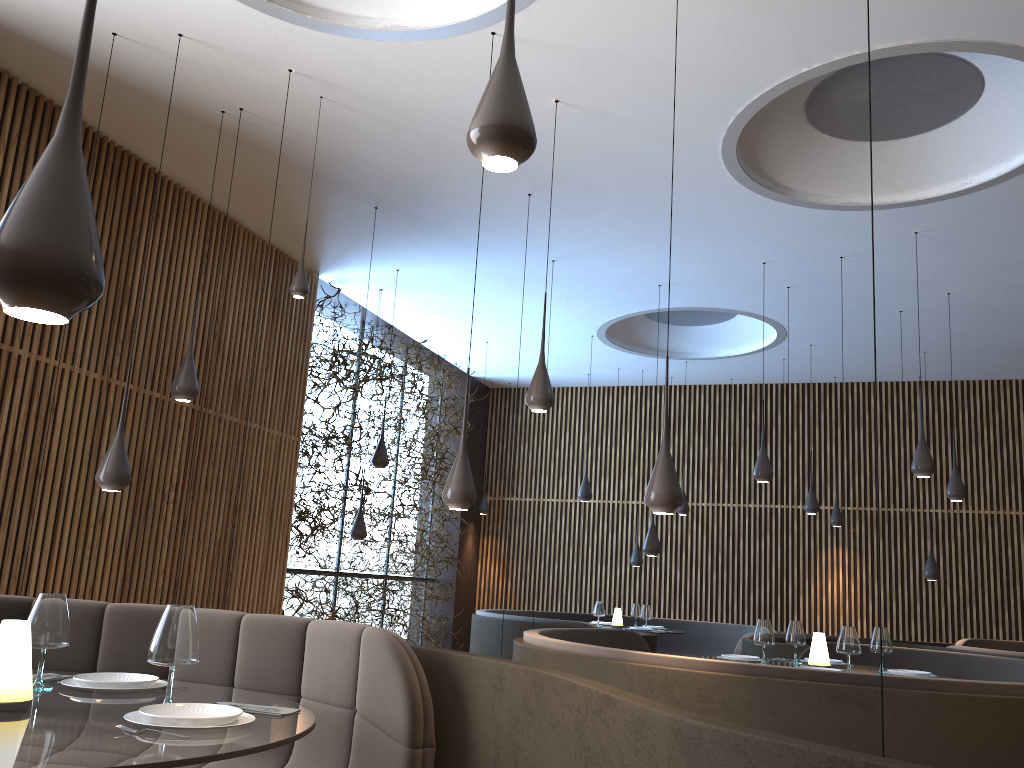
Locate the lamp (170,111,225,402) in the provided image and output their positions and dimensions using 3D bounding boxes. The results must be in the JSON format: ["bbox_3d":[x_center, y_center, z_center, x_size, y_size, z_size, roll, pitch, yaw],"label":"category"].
[{"bbox_3d":[-2.240,-0.965,6.446,0.196,2.212,0.196,-8,-16,44],"label":"lamp"}]

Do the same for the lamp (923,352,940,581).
[{"bbox_3d":[5.348,1.017,11.391,0.196,2.946,0.197,3,-12,5],"label":"lamp"}]

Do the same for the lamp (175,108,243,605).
[{"bbox_3d":[-2.212,1.004,5.992,0.196,6.244,0.197,-2,-13,27],"label":"lamp"}]

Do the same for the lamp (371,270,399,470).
[{"bbox_3d":[-1.338,-0.181,9.624,0.196,2.212,0.196,12,-14,-34],"label":"lamp"}]

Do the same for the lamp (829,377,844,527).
[{"bbox_3d":[4.759,0.979,13.025,0.196,2.212,0.197,3,-12,5],"label":"lamp"}]

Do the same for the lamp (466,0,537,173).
[{"bbox_3d":[0.035,-1.685,2.657,0.196,2.212,0.196,12,-14,-34],"label":"lamp"}]

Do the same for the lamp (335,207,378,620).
[{"bbox_3d":[-1.453,1.421,7.605,0.196,6.244,0.197,5,-11,-5],"label":"lamp"}]

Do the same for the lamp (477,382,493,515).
[{"bbox_3d":[-0.406,1.059,14.788,0.196,2.212,0.196,-8,-16,44],"label":"lamp"}]

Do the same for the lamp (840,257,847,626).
[{"bbox_3d":[3.041,1.811,8.080,0.196,6.244,0.196,12,-14,-34],"label":"lamp"}]

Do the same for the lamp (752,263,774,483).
[{"bbox_3d":[2.481,-0.139,8.745,0.196,2.212,0.196,12,-14,-34],"label":"lamp"}]

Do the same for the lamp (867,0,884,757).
[{"bbox_3d":[1.188,0.503,2.870,0.196,6.244,0.197,-2,-13,24],"label":"lamp"}]

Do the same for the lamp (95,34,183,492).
[{"bbox_3d":[-2.238,-0.819,5.447,0.196,2.946,0.197,3,-12,5],"label":"lamp"}]

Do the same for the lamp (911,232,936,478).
[{"bbox_3d":[3.591,-0.287,7.809,0.196,2.212,0.196,12,-14,-34],"label":"lamp"}]

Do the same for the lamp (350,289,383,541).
[{"bbox_3d":[-1.640,0.316,10.245,0.196,2.946,0.196,12,-14,-34],"label":"lamp"}]

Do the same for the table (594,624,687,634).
[{"bbox_3d":[1.260,3.485,10.780,1.674,1.019,1.679,8,-13,-19],"label":"table"}]

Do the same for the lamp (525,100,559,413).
[{"bbox_3d":[0.246,-0.905,6.011,0.196,2.212,0.197,1,-12,15],"label":"lamp"}]

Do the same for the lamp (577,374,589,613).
[{"bbox_3d":[1.017,2.899,13.388,0.196,6.244,0.197,3,-11,5],"label":"lamp"}]

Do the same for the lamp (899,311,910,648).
[{"bbox_3d":[4.263,2.222,9.542,0.196,6.244,0.196,-4,-14,34],"label":"lamp"}]

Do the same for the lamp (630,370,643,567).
[{"bbox_3d":[1.913,1.236,13.289,0.196,2.946,0.197,3,-12,5],"label":"lamp"}]

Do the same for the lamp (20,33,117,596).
[{"bbox_3d":[-2.781,0.776,5.151,0.196,6.244,0.197,-2,-13,27],"label":"lamp"}]

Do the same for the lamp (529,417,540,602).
[{"bbox_3d":[0.283,2.824,13.263,0.196,6.244,0.196,-8,-16,44],"label":"lamp"}]

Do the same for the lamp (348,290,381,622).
[{"bbox_3d":[-1.763,1.935,9.940,0.196,6.244,0.196,-8,-16,44],"label":"lamp"}]

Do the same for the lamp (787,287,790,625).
[{"bbox_3d":[2.805,2.006,8.998,0.196,6.244,0.196,12,-14,-34],"label":"lamp"}]

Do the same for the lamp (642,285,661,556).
[{"bbox_3d":[1.543,0.348,9.512,0.196,2.946,0.197,1,-12,15],"label":"lamp"}]

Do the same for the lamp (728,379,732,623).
[{"bbox_3d":[3.218,2.979,13.136,0.196,6.244,0.196,-8,-16,44],"label":"lamp"}]

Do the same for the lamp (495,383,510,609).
[{"bbox_3d":[-0.232,3.041,14.353,0.196,6.244,0.196,-8,-16,44],"label":"lamp"}]

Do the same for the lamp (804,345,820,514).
[{"bbox_3d":[3.876,0.570,11.478,0.196,2.212,0.197,3,-12,5],"label":"lamp"}]

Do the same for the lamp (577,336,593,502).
[{"bbox_3d":[1.009,0.438,11.686,0.196,2.212,0.197,3,-12,5],"label":"lamp"}]

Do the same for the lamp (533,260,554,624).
[{"bbox_3d":[0.239,1.767,8.654,0.196,6.244,0.196,9,-13,-25],"label":"lamp"}]

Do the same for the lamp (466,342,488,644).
[{"bbox_3d":[-0.543,2.463,11.912,0.196,6.244,0.196,-8,-16,44],"label":"lamp"}]

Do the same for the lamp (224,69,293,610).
[{"bbox_3d":[-1.708,0.910,5.443,0.196,6.244,0.196,14,-15,-41],"label":"lamp"}]

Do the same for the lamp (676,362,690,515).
[{"bbox_3d":[2.471,0.761,12.699,0.196,2.212,0.197,3,-12,5],"label":"lamp"}]

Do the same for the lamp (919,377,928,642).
[{"bbox_3d":[5.754,2.950,12.313,0.196,6.244,0.196,-4,-14,34],"label":"lamp"}]

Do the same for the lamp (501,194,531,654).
[{"bbox_3d":[-0.040,1.400,7.128,0.196,6.244,0.196,9,-13,-25],"label":"lamp"}]

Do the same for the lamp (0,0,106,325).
[{"bbox_3d":[-0.721,-1.557,1.807,0.196,2.946,0.196,12,-14,-34],"label":"lamp"}]

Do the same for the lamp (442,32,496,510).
[{"bbox_3d":[-0.207,-0.742,5.225,0.196,2.946,0.196,9,-13,-24],"label":"lamp"}]

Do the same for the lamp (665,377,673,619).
[{"bbox_3d":[2.313,2.954,13.274,0.196,6.244,0.196,-4,-14,34],"label":"lamp"}]

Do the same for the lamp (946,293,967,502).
[{"bbox_3d":[4.612,0.113,9.281,0.196,2.212,0.196,12,-14,-34],"label":"lamp"}]

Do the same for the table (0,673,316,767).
[{"bbox_3d":[-1.414,1.377,2.302,1.672,1.019,1.681,1,-13,11],"label":"table"}]

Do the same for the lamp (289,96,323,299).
[{"bbox_3d":[-1.418,-1.329,6.228,0.133,1.501,0.133,1,-12,15],"label":"lamp"}]

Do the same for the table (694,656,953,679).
[{"bbox_3d":[2.013,2.392,5.798,1.673,1.019,1.680,-3,-14,29],"label":"table"}]

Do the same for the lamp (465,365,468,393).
[{"bbox_3d":[-0.734,0.684,13.241,0.196,2.212,0.196,-8,-16,44],"label":"lamp"}]

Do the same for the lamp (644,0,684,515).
[{"bbox_3d":[0.844,-0.794,4.709,0.196,2.946,0.197,7,-12,-15],"label":"lamp"}]

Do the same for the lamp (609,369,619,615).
[{"bbox_3d":[1.442,2.824,12.944,0.196,6.244,0.196,-4,-14,34],"label":"lamp"}]
